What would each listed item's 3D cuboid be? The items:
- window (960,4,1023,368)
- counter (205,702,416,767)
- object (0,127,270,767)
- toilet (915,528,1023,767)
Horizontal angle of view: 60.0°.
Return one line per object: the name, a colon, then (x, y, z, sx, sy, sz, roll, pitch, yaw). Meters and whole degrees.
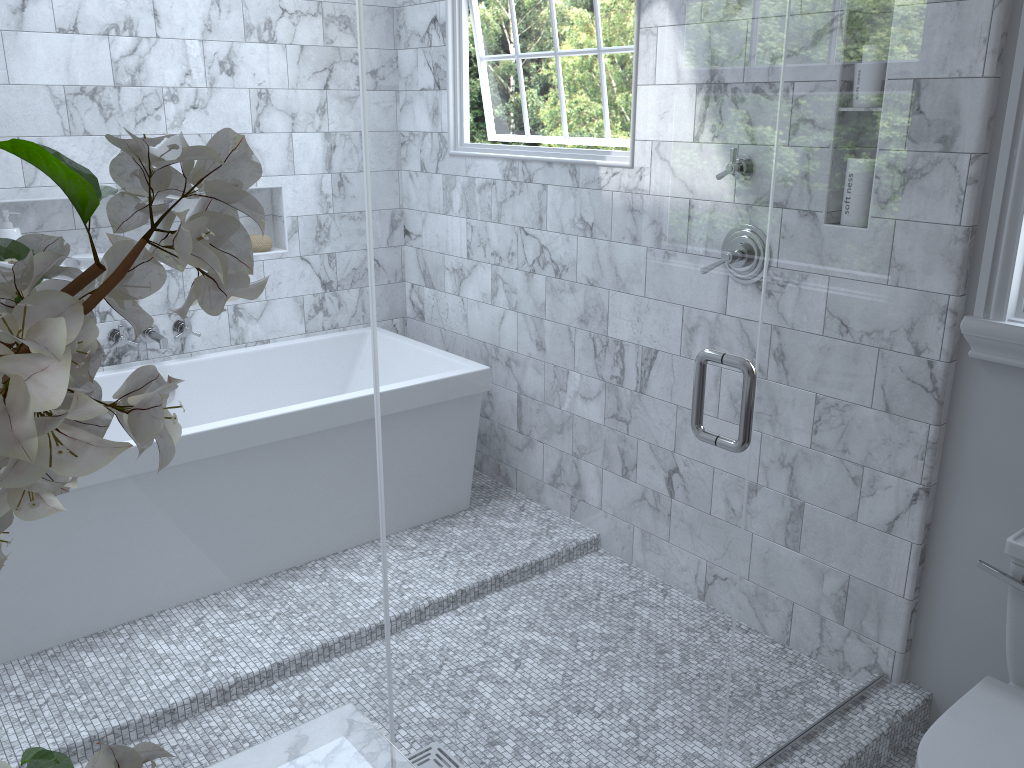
window: (1.429, -0.557, 1.582, 0.149, 1.248, 1.040, -13, 22, -37)
counter: (0.069, 1.017, 0.427, 0.638, 0.983, 1.657, -13, 22, -37)
object: (-0.326, 0.203, 0.565, 0.374, 0.706, 0.225, -2, 17, -8)
toilet: (1.031, 0.751, 1.723, 0.722, 0.727, 0.490, -13, 22, -37)
